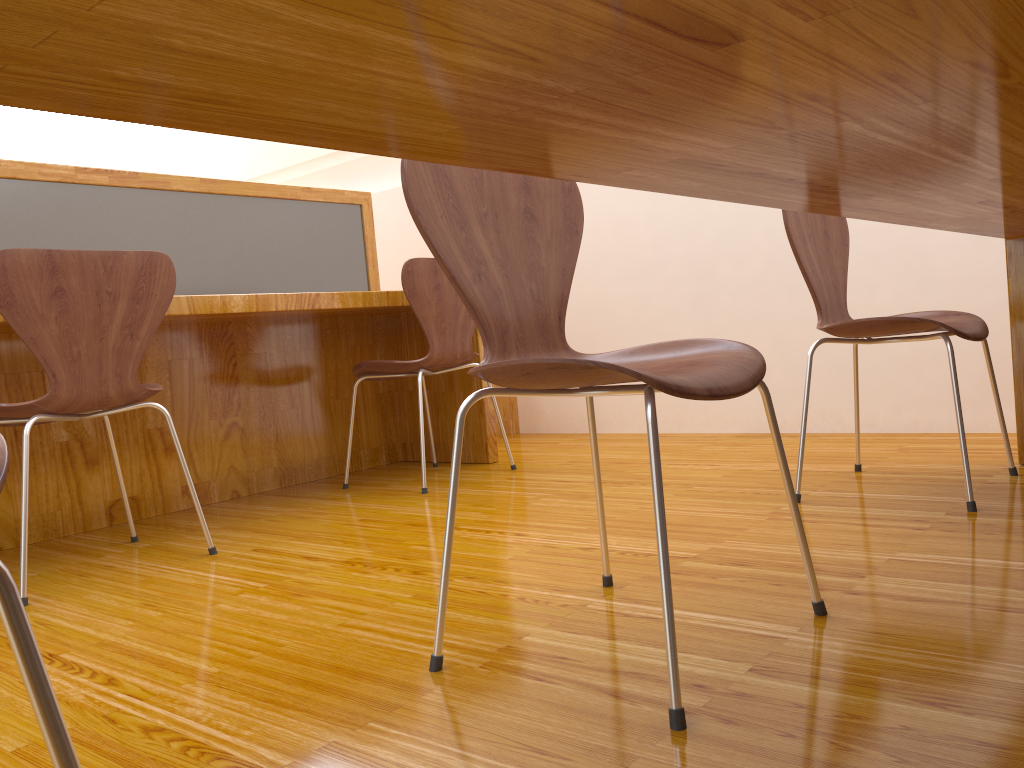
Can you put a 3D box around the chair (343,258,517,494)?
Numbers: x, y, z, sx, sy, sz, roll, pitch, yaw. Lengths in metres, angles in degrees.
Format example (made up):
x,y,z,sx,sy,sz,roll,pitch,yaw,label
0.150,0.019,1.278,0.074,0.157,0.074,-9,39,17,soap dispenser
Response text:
x,y,z,sx,sy,sz,roll,pitch,yaw,label
-0.291,-0.033,2.834,0.381,0.693,0.428,-3,4,40,chair

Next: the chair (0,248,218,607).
x,y,z,sx,sy,sz,roll,pitch,yaw,label
-0.975,0.075,1.955,0.381,0.693,0.428,-3,4,40,chair

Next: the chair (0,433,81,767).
x,y,z,sx,sy,sz,roll,pitch,yaw,label
-0.483,0.104,0.452,0.381,0.693,0.428,-3,4,40,chair

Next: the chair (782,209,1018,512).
x,y,z,sx,sy,sz,roll,pitch,yaw,label
0.879,-0.101,2.025,0.381,0.693,0.428,-3,4,40,chair

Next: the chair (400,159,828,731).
x,y,z,sx,sy,sz,roll,pitch,yaw,label
0.136,0.009,1.194,0.381,0.693,0.428,-3,4,40,chair

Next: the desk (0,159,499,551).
x,y,z,sx,sy,sz,roll,pitch,yaw,label
-1.594,-0.057,2.251,1.248,1.022,3.216,-3,4,40,desk

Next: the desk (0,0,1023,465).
x,y,z,sx,sy,sz,roll,pitch,yaw,label
0.851,0.107,0.533,1.527,0.785,3.243,-3,4,40,desk
